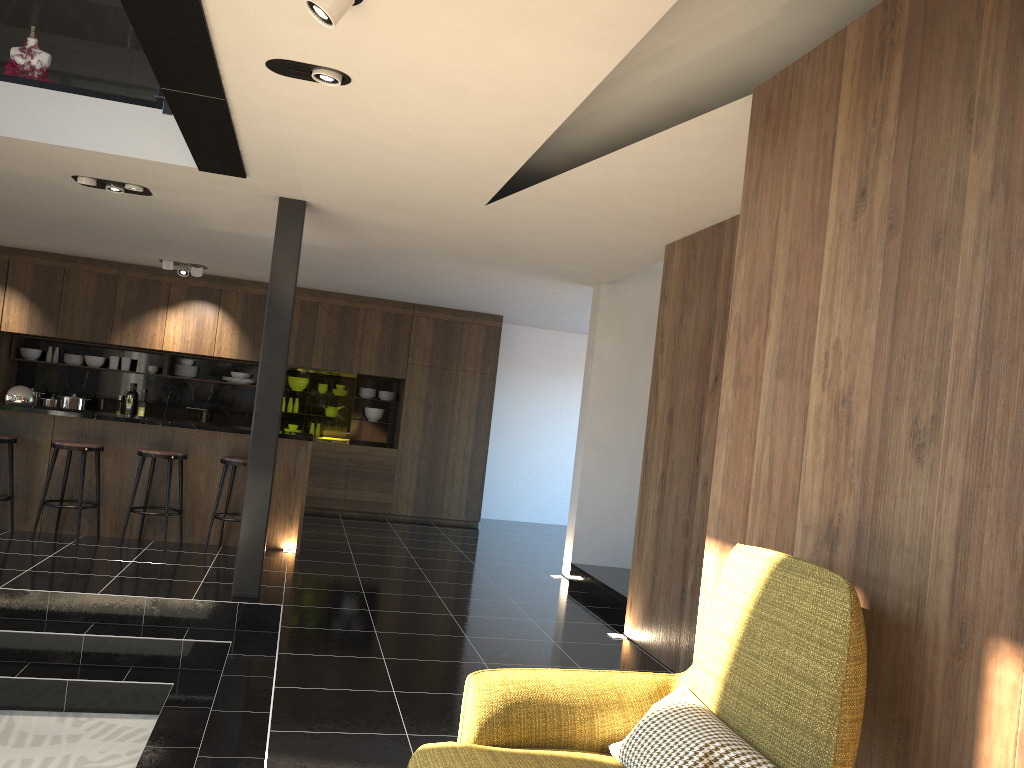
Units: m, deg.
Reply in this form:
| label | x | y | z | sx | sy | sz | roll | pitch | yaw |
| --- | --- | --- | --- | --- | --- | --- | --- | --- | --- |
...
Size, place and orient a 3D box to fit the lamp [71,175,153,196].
| label | x | y | z | sx | sy | sz | roll | pitch | yaw |
| --- | --- | --- | --- | --- | --- | --- | --- | --- | --- |
| lamp | -2.788 | -1.443 | 6.210 | 0.502 | 0.194 | 0.349 | 7 | -2 | -13 |

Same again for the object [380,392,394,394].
| label | x | y | z | sx | sy | sz | roll | pitch | yaw |
| --- | --- | --- | --- | --- | --- | --- | --- | --- | --- |
| object | -1.631 | 0.130 | 11.565 | 0.220 | 0.033 | 0.220 | 8 | -3 | -30 |

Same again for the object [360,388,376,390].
| label | x | y | z | sx | sy | sz | roll | pitch | yaw |
| --- | --- | --- | --- | --- | --- | --- | --- | --- | --- |
| object | -1.875 | 0.076 | 11.508 | 0.220 | 0.033 | 0.220 | 7 | -2 | -3 |

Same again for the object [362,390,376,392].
| label | x | y | z | sx | sy | sz | roll | pitch | yaw |
| --- | --- | --- | --- | --- | --- | --- | --- | --- | --- |
| object | -1.877 | 0.101 | 11.507 | 0.220 | 0.033 | 0.220 | 7 | -2 | -3 |

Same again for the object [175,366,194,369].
| label | x | y | z | sx | sy | sz | roll | pitch | yaw |
| --- | --- | --- | --- | --- | --- | --- | --- | --- | --- |
| object | -4.068 | -0.190 | 11.076 | 0.269 | 0.024 | 0.269 | 5 | -3 | 25 |

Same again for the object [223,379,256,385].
| label | x | y | z | sx | sy | sz | roll | pitch | yaw |
| --- | --- | --- | --- | --- | --- | --- | --- | --- | --- |
| object | -3.419 | -0.020 | 11.158 | 0.438 | 0.039 | 0.438 | 5 | -3 | 23 |

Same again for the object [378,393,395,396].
| label | x | y | z | sx | sy | sz | roll | pitch | yaw |
| --- | --- | --- | --- | --- | --- | --- | --- | --- | --- |
| object | -1.634 | 0.151 | 11.564 | 0.220 | 0.033 | 0.220 | 8 | -3 | -30 |

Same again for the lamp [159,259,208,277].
| label | x | y | z | sx | sy | sz | roll | pitch | yaw |
| --- | --- | --- | --- | --- | --- | --- | --- | --- | --- |
| lamp | -3.649 | -1.343 | 9.863 | 0.502 | 0.280 | 0.349 | 7 | -2 | -13 |

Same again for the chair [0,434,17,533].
| label | x | y | z | sx | sy | sz | roll | pitch | yaw |
| --- | --- | --- | --- | --- | --- | --- | --- | --- | --- |
| chair | -4.243 | 0.801 | 7.119 | 0.412 | 0.799 | 0.412 | 6 | -2 | -4 |

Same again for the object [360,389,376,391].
| label | x | y | z | sx | sy | sz | roll | pitch | yaw |
| --- | --- | --- | --- | --- | --- | --- | --- | --- | --- |
| object | -1.876 | 0.088 | 11.508 | 0.220 | 0.033 | 0.220 | 7 | -2 | -3 |

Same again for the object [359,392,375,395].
| label | x | y | z | sx | sy | sz | roll | pitch | yaw |
| --- | --- | --- | --- | --- | --- | --- | --- | --- | --- |
| object | -1.881 | 0.133 | 11.507 | 0.220 | 0.033 | 0.220 | 7 | -2 | -3 |

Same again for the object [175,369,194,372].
| label | x | y | z | sx | sy | sz | roll | pitch | yaw |
| --- | --- | --- | --- | --- | --- | --- | --- | --- | --- |
| object | -4.072 | -0.154 | 11.075 | 0.269 | 0.024 | 0.269 | 5 | -3 | 25 |

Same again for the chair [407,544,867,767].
| label | x | y | z | sx | sy | sz | roll | pitch | yaw |
| --- | --- | --- | --- | --- | --- | --- | --- | --- | --- |
| chair | 0.262 | 0.944 | 2.188 | 1.031 | 1.097 | 0.807 | 7 | -2 | -14 |

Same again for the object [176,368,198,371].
| label | x | y | z | sx | sy | sz | roll | pitch | yaw |
| --- | --- | --- | --- | --- | --- | --- | --- | --- | --- |
| object | -4.070 | -0.174 | 11.075 | 0.269 | 0.024 | 0.269 | 5 | -3 | 25 |

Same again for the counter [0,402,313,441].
| label | x | y | z | sx | sy | sz | roll | pitch | yaw |
| --- | --- | --- | --- | --- | --- | --- | --- | --- | --- |
| counter | -3.558 | 0.281 | 7.737 | 3.574 | 0.041 | 0.698 | 7 | -2 | -13 |

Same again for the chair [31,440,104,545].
| label | x | y | z | sx | sy | sz | roll | pitch | yaw |
| --- | --- | --- | --- | --- | --- | --- | --- | --- | --- |
| chair | -3.605 | 0.879 | 7.268 | 0.412 | 0.799 | 0.412 | 6 | -2 | -4 |

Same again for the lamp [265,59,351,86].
| label | x | y | z | sx | sy | sz | roll | pitch | yaw |
| --- | --- | --- | --- | --- | --- | --- | --- | --- | --- |
| lamp | -0.826 | -1.332 | 3.633 | 0.346 | 0.158 | 0.195 | 7 | -2 | -13 |

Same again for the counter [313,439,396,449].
| label | x | y | z | sx | sy | sz | roll | pitch | yaw |
| --- | --- | --- | --- | --- | --- | --- | --- | --- | --- |
| counter | -3.742 | 0.549 | 10.916 | 4.593 | 0.005 | 0.862 | 7 | -2 | -13 |

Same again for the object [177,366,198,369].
| label | x | y | z | sx | sy | sz | roll | pitch | yaw |
| --- | --- | --- | --- | --- | --- | --- | --- | --- | --- |
| object | -4.067 | -0.201 | 11.076 | 0.269 | 0.024 | 0.269 | 5 | -3 | 25 |

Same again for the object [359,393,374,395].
| label | x | y | z | sx | sy | sz | roll | pitch | yaw |
| --- | --- | --- | --- | --- | --- | --- | --- | --- | --- |
| object | -1.882 | 0.144 | 11.506 | 0.220 | 0.033 | 0.220 | 7 | -2 | -3 |

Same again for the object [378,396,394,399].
| label | x | y | z | sx | sy | sz | roll | pitch | yaw |
| --- | --- | --- | --- | --- | --- | --- | --- | --- | --- |
| object | -1.637 | 0.186 | 11.563 | 0.220 | 0.033 | 0.220 | 8 | -3 | -30 |

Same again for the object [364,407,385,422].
| label | x | y | z | sx | sy | sz | roll | pitch | yaw |
| --- | --- | --- | --- | --- | --- | --- | --- | --- | --- |
| object | -1.795 | 0.402 | 11.536 | 0.264 | 0.170 | 0.264 | 8 | -3 | -38 |

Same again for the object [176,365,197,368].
| label | x | y | z | sx | sy | sz | roll | pitch | yaw |
| --- | --- | --- | --- | --- | --- | --- | --- | --- | --- |
| object | -4.066 | -0.208 | 11.076 | 0.269 | 0.024 | 0.269 | 5 | -3 | 25 |

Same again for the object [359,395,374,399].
| label | x | y | z | sx | sy | sz | roll | pitch | yaw |
| --- | --- | --- | --- | --- | --- | --- | --- | --- | --- |
| object | -1.885 | 0.169 | 11.506 | 0.220 | 0.033 | 0.220 | 7 | -2 | -3 |

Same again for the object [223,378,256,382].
| label | x | y | z | sx | sy | sz | roll | pitch | yaw |
| --- | --- | --- | --- | --- | --- | --- | --- | --- | --- |
| object | -3.417 | -0.033 | 11.158 | 0.438 | 0.039 | 0.438 | 5 | -3 | 23 |

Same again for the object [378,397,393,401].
| label | x | y | z | sx | sy | sz | roll | pitch | yaw |
| --- | --- | --- | --- | --- | --- | --- | --- | --- | --- |
| object | -1.639 | 0.199 | 11.563 | 0.220 | 0.033 | 0.220 | 8 | -3 | -30 |

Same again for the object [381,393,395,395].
| label | x | y | z | sx | sy | sz | roll | pitch | yaw |
| --- | --- | --- | --- | --- | --- | --- | --- | --- | --- |
| object | -1.632 | 0.140 | 11.565 | 0.220 | 0.033 | 0.220 | 8 | -3 | -30 |

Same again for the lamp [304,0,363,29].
| label | x | y | z | sx | sy | sz | roll | pitch | yaw |
| --- | --- | --- | --- | --- | --- | --- | --- | --- | --- |
| lamp | -0.654 | -1.300 | 2.876 | 0.346 | 0.247 | 0.195 | 7 | -2 | -13 |

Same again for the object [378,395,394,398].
| label | x | y | z | sx | sy | sz | roll | pitch | yaw |
| --- | --- | --- | --- | --- | --- | --- | --- | --- | --- |
| object | -1.636 | 0.174 | 11.564 | 0.220 | 0.033 | 0.220 | 8 | -3 | -30 |

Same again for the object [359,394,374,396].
| label | x | y | z | sx | sy | sz | roll | pitch | yaw |
| --- | --- | --- | --- | --- | --- | --- | --- | --- | --- |
| object | -1.883 | 0.156 | 11.506 | 0.220 | 0.033 | 0.220 | 7 | -2 | -3 |

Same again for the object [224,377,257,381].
| label | x | y | z | sx | sy | sz | roll | pitch | yaw |
| --- | --- | --- | --- | --- | --- | --- | --- | --- | --- |
| object | -3.416 | -0.047 | 11.159 | 0.438 | 0.039 | 0.438 | 5 | -3 | 23 |

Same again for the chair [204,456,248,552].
| label | x | y | z | sx | sy | sz | roll | pitch | yaw |
| --- | --- | --- | --- | --- | --- | --- | --- | --- | --- |
| chair | -2.328 | 1.034 | 7.567 | 0.412 | 0.799 | 0.412 | 6 | -2 | -4 |

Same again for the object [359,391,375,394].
| label | x | y | z | sx | sy | sz | roll | pitch | yaw |
| --- | --- | --- | --- | --- | --- | --- | --- | --- | --- |
| object | -1.880 | 0.121 | 11.507 | 0.220 | 0.033 | 0.220 | 7 | -2 | -3 |

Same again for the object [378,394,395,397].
| label | x | y | z | sx | sy | sz | roll | pitch | yaw |
| --- | --- | --- | --- | --- | --- | --- | --- | --- | --- |
| object | -1.635 | 0.163 | 11.564 | 0.220 | 0.033 | 0.220 | 8 | -3 | -30 |

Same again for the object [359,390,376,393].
| label | x | y | z | sx | sy | sz | roll | pitch | yaw |
| --- | --- | --- | --- | --- | --- | --- | --- | --- | --- |
| object | -1.878 | 0.110 | 11.507 | 0.220 | 0.033 | 0.220 | 7 | -2 | -3 |

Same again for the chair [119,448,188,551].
| label | x | y | z | sx | sy | sz | roll | pitch | yaw |
| --- | --- | --- | --- | --- | --- | --- | --- | --- | --- |
| chair | -2.966 | 0.956 | 7.418 | 0.412 | 0.799 | 0.412 | 6 | -2 | -4 |

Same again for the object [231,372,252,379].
| label | x | y | z | sx | sy | sz | roll | pitch | yaw |
| --- | --- | --- | --- | --- | --- | --- | --- | --- | --- |
| object | -3.413 | -0.095 | 11.161 | 0.254 | 0.088 | 0.254 | 6 | -2 | 12 |

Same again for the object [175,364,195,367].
| label | x | y | z | sx | sy | sz | roll | pitch | yaw |
| --- | --- | --- | --- | --- | --- | --- | --- | --- | --- |
| object | -4.065 | -0.217 | 11.077 | 0.269 | 0.024 | 0.269 | 5 | -3 | 25 |

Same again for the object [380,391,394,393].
| label | x | y | z | sx | sy | sz | roll | pitch | yaw |
| --- | --- | --- | --- | --- | --- | --- | --- | --- | --- |
| object | -1.630 | 0.118 | 11.565 | 0.220 | 0.033 | 0.220 | 8 | -3 | -30 |
